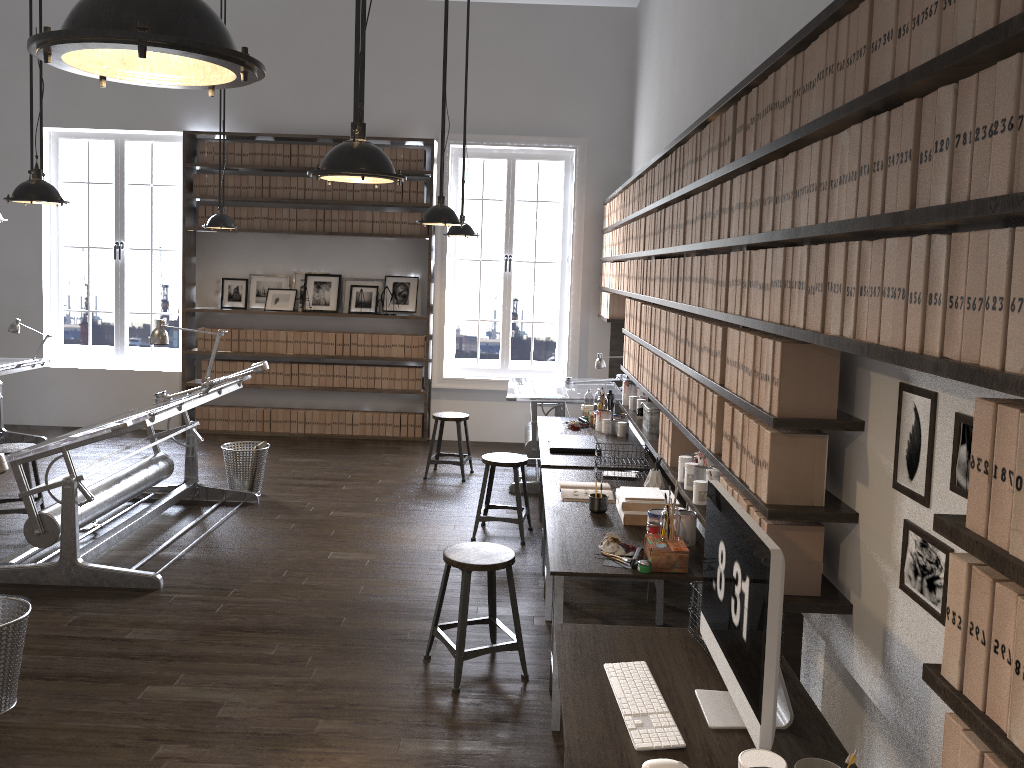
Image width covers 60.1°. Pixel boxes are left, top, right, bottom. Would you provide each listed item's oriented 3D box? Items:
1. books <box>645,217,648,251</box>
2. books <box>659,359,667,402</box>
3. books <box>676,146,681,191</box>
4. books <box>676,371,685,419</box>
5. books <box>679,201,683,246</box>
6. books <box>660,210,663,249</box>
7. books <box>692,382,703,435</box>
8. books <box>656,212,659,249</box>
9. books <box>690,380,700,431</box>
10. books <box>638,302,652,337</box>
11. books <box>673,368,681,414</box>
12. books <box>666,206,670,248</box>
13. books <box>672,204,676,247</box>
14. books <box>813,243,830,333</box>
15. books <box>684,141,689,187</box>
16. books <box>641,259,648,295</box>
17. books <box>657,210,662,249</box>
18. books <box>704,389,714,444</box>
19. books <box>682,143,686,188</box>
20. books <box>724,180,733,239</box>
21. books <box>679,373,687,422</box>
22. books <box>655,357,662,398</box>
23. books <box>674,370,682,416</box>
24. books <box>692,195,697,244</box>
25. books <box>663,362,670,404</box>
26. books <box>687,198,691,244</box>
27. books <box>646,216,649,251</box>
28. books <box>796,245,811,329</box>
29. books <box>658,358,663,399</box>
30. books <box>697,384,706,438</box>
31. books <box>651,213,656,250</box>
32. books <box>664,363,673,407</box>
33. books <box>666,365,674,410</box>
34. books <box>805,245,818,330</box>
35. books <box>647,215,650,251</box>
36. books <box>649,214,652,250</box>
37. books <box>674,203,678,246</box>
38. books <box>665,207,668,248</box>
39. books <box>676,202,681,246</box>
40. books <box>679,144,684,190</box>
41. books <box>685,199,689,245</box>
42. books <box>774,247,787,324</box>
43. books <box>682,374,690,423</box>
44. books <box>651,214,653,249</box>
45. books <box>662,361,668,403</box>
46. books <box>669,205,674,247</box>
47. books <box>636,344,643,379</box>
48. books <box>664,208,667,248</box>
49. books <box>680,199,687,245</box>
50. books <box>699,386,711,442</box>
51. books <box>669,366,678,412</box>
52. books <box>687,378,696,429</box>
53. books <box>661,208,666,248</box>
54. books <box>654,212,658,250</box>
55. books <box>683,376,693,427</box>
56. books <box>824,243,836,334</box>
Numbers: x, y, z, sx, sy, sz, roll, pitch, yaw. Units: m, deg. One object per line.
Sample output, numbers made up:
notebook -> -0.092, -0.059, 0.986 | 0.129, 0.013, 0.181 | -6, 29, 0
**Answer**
books -> 0.931, -0.938, 5.567 | 0.174, 0.225, 0.067 | 2, 5, 1
books -> 0.885, -0.016, 4.763 | 0.174, 0.225, 0.067 | 2, 5, 1
books -> 0.917, -1.070, 4.437 | 0.174, 0.225, 0.067 | 2, 5, 1
books -> 0.877, 0.055, 4.207 | 0.174, 0.225, 0.067 | 2, 5, 1
books -> 0.911, -0.776, 4.316 | 0.174, 0.224, 0.067 | 2, 5, 1
books -> 0.921, -0.858, 4.947 | 0.174, 0.225, 0.067 | 2, 5, 1
books -> 0.872, 0.108, 3.797 | 0.174, 0.225, 0.067 | 2, 5, 1
books -> 0.923, -0.876, 5.088 | 0.174, 0.225, 0.067 | 2, 5, 1
books -> 0.877, 0.099, 3.868 | 0.174, 0.225, 0.067 | 2, 5, 1
books -> 0.906, -0.409, 5.708 | 0.174, 0.225, 0.067 | 2, 5, 1
books -> 0.885, 0.038, 4.347 | 0.174, 0.225, 0.067 | 2, 5, 1
books -> 0.911, -0.822, 4.670 | 0.174, 0.225, 0.067 | 2, 5, 1
books -> 0.912, -0.803, 4.525 | 0.174, 0.225, 0.067 | 2, 5, 1
books -> 0.868, -0.241, 2.254 | 0.174, 0.225, 0.067 | 2, 5, 1
books -> 0.920, -1.043, 4.226 | 0.174, 0.225, 0.067 | 2, 5, 1
books -> 0.923, -0.685, 5.690 | 0.174, 0.225, 0.067 | 2, 5, 1
books -> 0.918, -0.867, 5.018 | 0.174, 0.225, 0.067 | 2, 5, 1
books -> 0.873, 0.137, 3.578 | 0.174, 0.224, 0.067 | 2, 5, 1
books -> 0.922, -1.051, 4.295 | 0.174, 0.225, 0.067 | 2, 5, 1
books -> 0.896, -0.650, 3.335 | 0.174, 0.224, 0.067 | 2, 5, 1
books -> 0.878, 0.065, 4.135 | 0.174, 0.224, 0.067 | 2, 5, 1
books -> 0.888, -0.035, 4.909 | 0.174, 0.225, 0.067 | 2, 5, 1
books -> 0.882, 0.046, 4.277 | 0.174, 0.225, 0.067 | 2, 5, 1
books -> 0.904, -0.731, 3.968 | 0.174, 0.224, 0.067 | 2, 5, 1
books -> 0.886, 0.002, 4.624 | 0.174, 0.224, 0.067 | 2, 5, 1
books -> 0.908, -0.750, 4.110 | 0.174, 0.225, 0.067 | 2, 5, 1
books -> 0.928, -0.929, 5.498 | 0.174, 0.225, 0.067 | 2, 5, 1
books -> 0.871, -0.260, 2.399 | 0.174, 0.225, 0.067 | 2, 5, 1
books -> 0.891, -0.026, 4.838 | 0.174, 0.225, 0.067 | 2, 5, 1
books -> 0.875, 0.117, 3.726 | 0.174, 0.225, 0.067 | 2, 5, 1
books -> 0.919, -0.894, 5.226 | 0.174, 0.225, 0.067 | 2, 5, 1
books -> 0.880, 0.010, 4.561 | 0.174, 0.225, 0.067 | 2, 5, 1
books -> 0.879, 0.019, 4.489 | 0.174, 0.225, 0.067 | 2, 5, 1
books -> 0.875, -0.251, 2.328 | 0.174, 0.225, 0.067 | 2, 5, 1
books -> 0.923, -0.920, 5.428 | 0.174, 0.225, 0.067 | 2, 5, 1
books -> 0.924, -0.910, 5.355 | 0.174, 0.224, 0.067 | 2, 5, 1
books -> 0.909, -0.794, 4.451 | 0.174, 0.225, 0.067 | 2, 5, 1
books -> 0.916, -0.830, 4.733 | 0.174, 0.224, 0.067 | 2, 5, 1
books -> 0.910, -0.784, 4.379 | 0.174, 0.224, 0.067 | 2, 5, 1
books -> 0.919, -1.061, 4.365 | 0.174, 0.225, 0.067 | 2, 5, 1
books -> 0.911, -0.759, 4.180 | 0.174, 0.225, 0.067 | 2, 5, 1
books -> 0.872, -0.287, 2.608 | 0.174, 0.225, 0.067 | 2, 5, 1
books -> 0.879, 0.073, 4.072 | 0.174, 0.224, 0.067 | 2, 5, 1
books -> 0.925, -0.902, 5.293 | 0.174, 0.224, 0.067 | 2, 5, 1
books -> 0.889, -0.007, 4.689 | 0.174, 0.224, 0.067 | 2, 5, 1
books -> 0.910, -0.813, 4.598 | 0.174, 0.225, 0.067 | 2, 5, 1
books -> 0.898, -0.141, 5.733 | 0.174, 0.225, 0.067 | 2, 5, 1
books -> 0.919, -0.838, 4.798 | 0.174, 0.224, 0.067 | 2, 5, 1
books -> 0.905, -0.768, 4.250 | 0.174, 0.225, 0.067 | 2, 5, 1
books -> 0.869, 0.127, 3.652 | 0.174, 0.225, 0.067 | 2, 5, 1
books -> 0.882, 0.028, 4.417 | 0.174, 0.225, 0.067 | 2, 5, 1
books -> 0.878, 0.090, 3.939 | 0.174, 0.225, 0.067 | 2, 5, 1
books -> 0.915, -0.848, 4.872 | 0.174, 0.225, 0.067 | 2, 5, 1
books -> 0.924, -0.885, 5.159 | 0.174, 0.225, 0.067 | 2, 5, 1
books -> 0.873, 0.081, 4.006 | 0.174, 0.225, 0.067 | 2, 5, 1
books -> 0.873, -0.231, 2.180 | 0.174, 0.224, 0.067 | 2, 5, 1
